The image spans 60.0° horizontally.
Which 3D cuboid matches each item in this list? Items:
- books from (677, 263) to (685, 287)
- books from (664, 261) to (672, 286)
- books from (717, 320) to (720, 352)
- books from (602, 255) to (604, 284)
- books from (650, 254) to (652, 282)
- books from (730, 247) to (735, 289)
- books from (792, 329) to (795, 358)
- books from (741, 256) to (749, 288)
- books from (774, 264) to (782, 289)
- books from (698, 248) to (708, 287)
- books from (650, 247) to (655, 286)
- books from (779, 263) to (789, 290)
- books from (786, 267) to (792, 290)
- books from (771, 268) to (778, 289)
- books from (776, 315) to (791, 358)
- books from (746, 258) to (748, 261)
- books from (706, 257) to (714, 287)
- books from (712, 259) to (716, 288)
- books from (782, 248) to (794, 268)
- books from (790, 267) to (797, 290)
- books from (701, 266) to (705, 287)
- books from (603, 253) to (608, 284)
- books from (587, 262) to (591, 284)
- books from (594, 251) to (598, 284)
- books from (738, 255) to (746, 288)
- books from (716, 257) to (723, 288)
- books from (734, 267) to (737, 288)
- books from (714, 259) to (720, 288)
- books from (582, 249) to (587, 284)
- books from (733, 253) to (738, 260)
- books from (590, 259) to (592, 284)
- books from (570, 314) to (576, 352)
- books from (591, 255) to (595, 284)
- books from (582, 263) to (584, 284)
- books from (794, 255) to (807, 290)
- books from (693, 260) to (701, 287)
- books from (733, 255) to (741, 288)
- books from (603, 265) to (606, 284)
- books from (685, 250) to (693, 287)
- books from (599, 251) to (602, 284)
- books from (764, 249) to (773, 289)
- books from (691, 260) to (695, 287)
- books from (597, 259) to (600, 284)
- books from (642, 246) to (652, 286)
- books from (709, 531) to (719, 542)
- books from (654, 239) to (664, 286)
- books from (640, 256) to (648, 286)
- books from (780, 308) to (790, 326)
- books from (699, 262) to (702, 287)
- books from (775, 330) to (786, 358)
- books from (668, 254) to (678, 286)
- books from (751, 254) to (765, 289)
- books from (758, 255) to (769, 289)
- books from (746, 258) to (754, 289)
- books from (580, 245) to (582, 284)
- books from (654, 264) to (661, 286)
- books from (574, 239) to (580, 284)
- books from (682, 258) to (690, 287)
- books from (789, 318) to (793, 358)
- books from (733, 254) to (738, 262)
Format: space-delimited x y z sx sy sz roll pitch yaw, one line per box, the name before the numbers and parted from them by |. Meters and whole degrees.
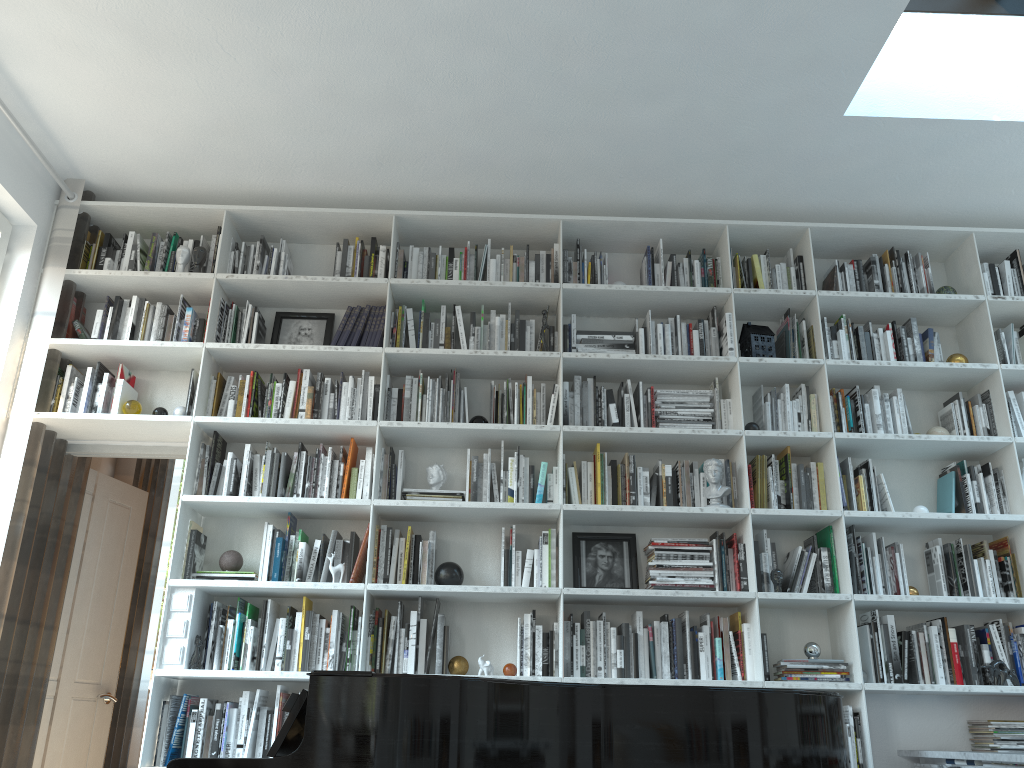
books | 0.858 -0.496 4.566 0.033 0.202 0.167 1 -21 -1
books | 0.789 -0.500 4.567 0.050 0.210 0.173 1 -21 -1
books | 1.025 -0.186 4.478 0.010 0.298 0.134 1 -21 -1
books | 0.459 -0.519 4.588 0.013 0.248 0.148 1 -21 -1
books | 0.708 -0.524 4.589 0.011 0.266 0.130 1 -21 -1
books | 1.122 -0.532 4.591 0.007 0.297 0.181 1 -21 -1
books | 1.389 -0.143 4.459 0.024 0.216 0.169 1 -21 -1
books | 1.198 -0.511 4.592 0.008 0.261 0.142 1 -21 -1
books | 1.352 -0.483 4.572 0.024 0.201 0.181 1 -21 -1
books | 0.990 -0.536 4.601 0.012 0.307 0.138 1 -21 -1
books | 0.719 -0.540 4.586 0.011 0.295 0.158 1 -21 -1
books | 1.380 -0.489 4.571 0.031 0.212 0.170 1 -21 -1
books | 1.407 -0.477 4.588 0.025 0.202 0.163 1 -21 -1
books | 1.329 -0.474 4.566 0.022 0.179 0.173 1 -21 -1
books | 1.360 -0.180 4.441 0.021 0.271 0.191 1 -21 -1
books | 1.220 -0.504 4.609 0.007 0.263 0.133 1 -21 -1
books | 1.010 -0.508 4.583 0.028 0.243 0.161 1 -21 -1
books | 1.031 -0.504 4.592 0.014 0.243 0.145 1 -21 -1
books | 1.449 -0.531 4.621 0.012 0.328 0.129 1 -21 -1
books | 1.431 -0.474 4.580 0.022 0.193 0.182 1 -21 -1
books | 0.976 -0.485 4.588 0.014 0.203 0.135 1 -21 -1
books | 0.481 -0.528 4.573 0.011 0.255 0.144 1 -21 -1
books | 0.388 -0.501 4.564 0.023 0.195 0.173 1 -21 -1
books | 0.426 -0.532 4.577 0.013 0.263 0.147 1 -21 -1
books | 1.178 -0.514 4.584 0.034 0.260 0.158 1 -21 -1
books | 1.062 -0.510 4.594 0.022 0.256 0.137 1 -21 -1
books | 1.132 -0.480 4.579 0.015 0.192 0.160 1 -21 -1
books | 1.045 -0.504 4.584 0.014 0.238 0.153 1 -21 -1
books | 0.371 -0.538 4.564 0.011 0.264 0.164 1 -21 -1
books | 1.157 -0.519 4.595 0.007 0.278 0.151 1 -21 -1
books | 0.402 -0.511 4.590 0.006 0.232 0.136 1 -21 -1
books | 0.300 -0.194 4.422 0.021 0.248 0.192 1 -21 -1
books | 0.413 -0.522 4.580 0.014 0.247 0.140 1 -21 -1
books | 0.359 -0.501 4.579 0.011 0.204 0.146 1 -21 -1
books | 1.470 -0.506 4.577 0.029 0.252 0.187 1 -21 -1
books | 0.932 -0.499 4.551 0.023 0.201 0.194 1 -21 -1
books | 1.145 -0.511 4.563 0.007 0.238 0.192 1 -21 -1
books | 0.470 -0.494 4.567 0.010 0.186 0.153 1 -21 -1
books | 0.904 -0.529 4.570 0.010 0.269 0.180 1 -21 -1
books | 0.451 -0.529 4.570 0.005 0.254 0.169 1 -21 -1
books | 1.313 -0.528 4.590 0.010 0.296 0.168 1 -21 -1
books | 0.914 -0.500 4.570 0.012 0.216 0.180 1 -21 -1
books | 0.440 -0.512 4.566 0.016 0.218 0.144 1 -21 -1
books | 0.696 -0.542 4.578 0.014 0.291 0.176 1 -21 -1
books | 0.940 0.840 4.089 0.011 0.297 0.131 1 -21 -1
books | 0.761 -0.559 4.583 0.010 0.330 0.187 1 -21 -1
books | 0.683 -0.514 4.585 0.012 0.244 0.151 1 -21 -1
books | 1.384 -0.200 4.480 0.025 0.338 0.143 1 -21 -1
books | 0.956 -0.497 4.599 0.026 0.233 0.137 1 -21 -1
books | 1.351 -0.142 4.461 0.019 0.213 0.156 1 -21 -1
books | 0.828 -0.520 4.595 0.028 0.268 0.140 1 -21 -1
books | 1.252 -0.511 4.578 0.054 0.253 0.191 1 -21 -1
books | 1.293 -0.512 4.602 0.030 0.273 0.152 1 -21 -1
books | 1.210 -0.504 4.570 0.015 0.233 0.171 1 -21 -1
books | 0.350 -0.548 4.583 0.010 0.295 0.153 1 -21 -1
books | 0.739 -0.494 4.582 0.031 0.207 0.147 1 -21 -1
books | 0.338 -0.567 4.596 0.014 0.339 0.145 1 -21 -1
books | 0.887 -0.509 4.577 0.023 0.235 0.154 1 -21 -1
books | 1.376 -0.175 4.454 0.022 0.270 0.182 1 -21 -1
books | 1.151 -0.514 4.581 0.006 0.258 0.166 1 -21 -1
